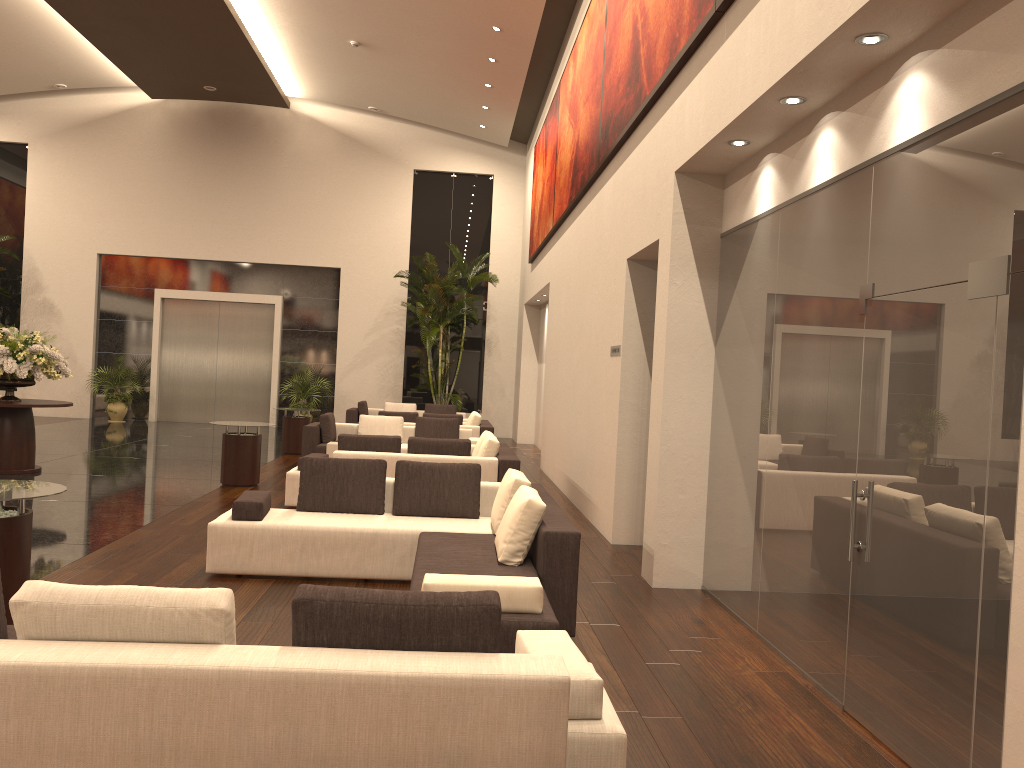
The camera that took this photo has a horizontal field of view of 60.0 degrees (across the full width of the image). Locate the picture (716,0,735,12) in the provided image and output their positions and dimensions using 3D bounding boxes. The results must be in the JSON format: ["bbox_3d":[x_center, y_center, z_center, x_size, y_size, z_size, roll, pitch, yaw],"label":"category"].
[{"bbox_3d":[1.652,-3.633,2.511,0.070,2.526,6.485,3,1,-4],"label":"picture"}]

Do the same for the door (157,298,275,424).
[{"bbox_3d":[-7.326,-0.532,22.034,2.767,3.048,0.040,3,1,-4],"label":"door"}]

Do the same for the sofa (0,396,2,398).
[{"bbox_3d":[-11.443,0.393,18.279,1.291,0.862,2.846,3,1,-4],"label":"sofa"}]

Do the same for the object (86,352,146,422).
[{"bbox_3d":[-9.344,0.061,21.077,1.297,1.682,1.373,3,1,29],"label":"object"}]

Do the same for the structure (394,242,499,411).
[{"bbox_3d":[-1.584,-1.004,21.055,2.436,4.611,2.531,3,1,-32],"label":"structure"}]

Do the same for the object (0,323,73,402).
[{"bbox_3d":[-6.562,-0.322,11.662,1.402,1.097,1.453,4,1,42],"label":"object"}]

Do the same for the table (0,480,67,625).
[{"bbox_3d":[-3.054,1.004,5.123,0.833,0.795,0.844,3,1,35],"label":"table"}]

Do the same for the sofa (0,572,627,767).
[{"bbox_3d":[-1.036,1.096,3.338,2.846,0.862,1.291,3,1,-4],"label":"sofa"}]

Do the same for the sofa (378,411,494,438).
[{"bbox_3d":[-1.719,0.910,16.956,2.586,0.862,3.366,3,1,-4],"label":"sofa"}]

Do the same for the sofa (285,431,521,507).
[{"bbox_3d":[-1.315,0.994,11.298,2.586,0.862,3.366,3,1,-4],"label":"sofa"}]

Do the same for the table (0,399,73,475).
[{"bbox_3d":[-6.640,0.684,11.673,1.498,0.921,1.498,3,1,-13],"label":"table"}]

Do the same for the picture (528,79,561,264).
[{"bbox_3d":[0.616,-3.847,17.025,0.070,2.526,4.515,3,1,-4],"label":"picture"}]

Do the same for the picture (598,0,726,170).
[{"bbox_3d":[1.260,-3.714,8.009,0.070,2.526,4.515,3,1,-4],"label":"picture"}]

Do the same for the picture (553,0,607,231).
[{"bbox_3d":[0.938,-3.781,12.515,0.070,2.526,4.515,3,1,-4],"label":"picture"}]

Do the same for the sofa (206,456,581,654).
[{"bbox_3d":[-0.916,1.073,5.963,2.586,0.862,3.366,3,1,-4],"label":"sofa"}]

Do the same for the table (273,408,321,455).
[{"bbox_3d":[-3.845,0.845,15.807,0.833,0.795,0.844,2,1,-43],"label":"table"}]

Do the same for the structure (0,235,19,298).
[{"bbox_3d":[-12.779,-1.575,20.391,2.436,4.611,2.531,3,1,-32],"label":"structure"}]

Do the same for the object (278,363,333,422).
[{"bbox_3d":[-5.025,0.281,21.337,1.297,1.682,1.373,3,1,34],"label":"object"}]

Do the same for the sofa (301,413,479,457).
[{"bbox_3d":[-1.790,0.940,13.889,2.846,0.862,1.291,3,1,-4],"label":"sofa"}]

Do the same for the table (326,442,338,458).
[{"bbox_3d":[-2.534,1.112,13.178,0.400,0.460,0.400,3,1,-4],"label":"table"}]

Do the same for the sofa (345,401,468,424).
[{"bbox_3d":[-2.194,0.857,19.547,2.846,0.862,1.291,3,1,-4],"label":"sofa"}]

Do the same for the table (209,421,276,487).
[{"bbox_3d":[-3.509,0.910,11.498,0.833,0.795,0.844,2,1,-43],"label":"table"}]
